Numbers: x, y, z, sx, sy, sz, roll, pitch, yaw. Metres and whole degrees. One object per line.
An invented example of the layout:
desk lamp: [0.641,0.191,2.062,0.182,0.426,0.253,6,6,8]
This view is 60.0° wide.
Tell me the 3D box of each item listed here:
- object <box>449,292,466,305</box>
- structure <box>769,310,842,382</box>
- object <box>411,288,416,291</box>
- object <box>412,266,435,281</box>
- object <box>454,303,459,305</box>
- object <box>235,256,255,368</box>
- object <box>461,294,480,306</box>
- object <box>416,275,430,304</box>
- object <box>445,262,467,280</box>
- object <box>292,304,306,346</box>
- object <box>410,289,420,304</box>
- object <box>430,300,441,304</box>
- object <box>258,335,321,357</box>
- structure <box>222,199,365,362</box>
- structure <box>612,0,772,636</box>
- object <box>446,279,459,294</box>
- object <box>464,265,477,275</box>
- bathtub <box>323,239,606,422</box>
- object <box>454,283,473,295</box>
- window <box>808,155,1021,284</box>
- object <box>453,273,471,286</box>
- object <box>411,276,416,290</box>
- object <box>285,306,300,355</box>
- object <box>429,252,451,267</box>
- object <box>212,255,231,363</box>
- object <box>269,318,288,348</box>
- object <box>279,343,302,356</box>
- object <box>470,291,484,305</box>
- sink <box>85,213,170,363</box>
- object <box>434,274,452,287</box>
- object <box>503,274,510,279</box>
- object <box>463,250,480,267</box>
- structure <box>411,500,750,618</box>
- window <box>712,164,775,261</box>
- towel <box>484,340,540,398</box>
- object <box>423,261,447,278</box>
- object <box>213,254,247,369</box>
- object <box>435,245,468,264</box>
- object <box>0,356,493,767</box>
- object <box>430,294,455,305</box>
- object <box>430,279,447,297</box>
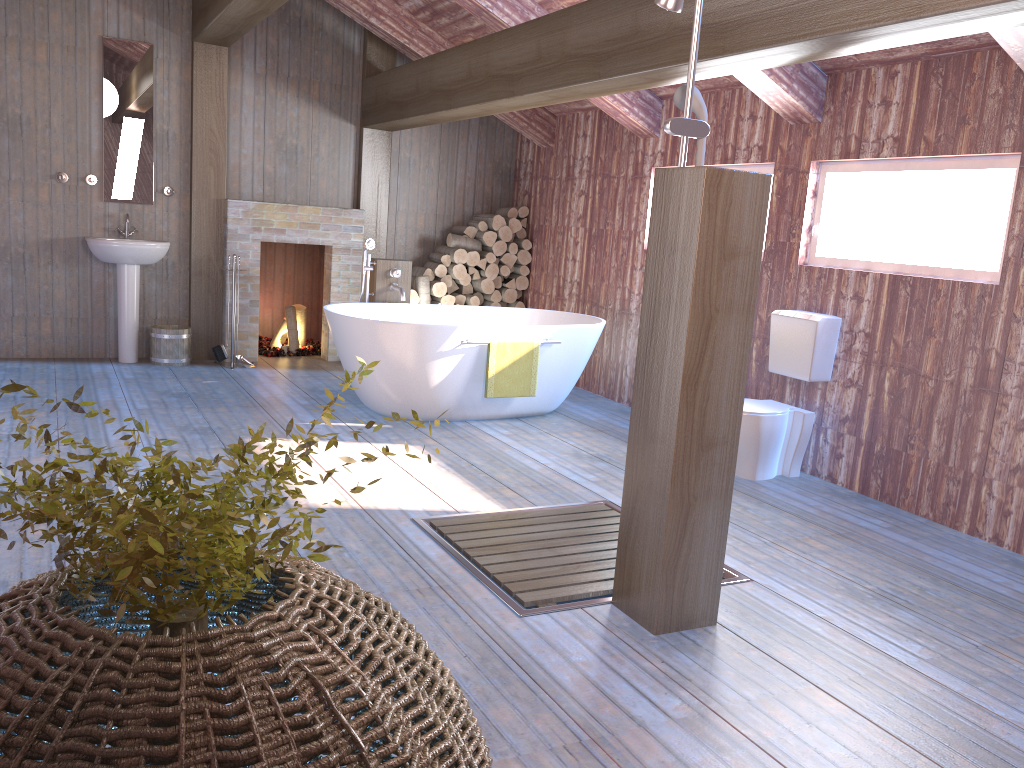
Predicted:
object: [-0.526,-0.766,7.967,0.114,0.120,0.303,-1,11,-27]
structure: [1.621,-0.219,4.960,0.182,0.363,0.358,-1,11,-27]
object: [-0.918,-0.822,7.868,0.099,0.093,0.280,-1,11,-26]
object: [-0.797,-0.974,7.823,0.114,0.113,0.301,-1,12,-30]
object: [-0.581,-0.690,7.946,0.098,0.100,0.437,-1,12,-29]
object: [-2.142,-0.573,7.011,0.206,0.871,0.126,7,10,15]
object: [-0.432,-0.770,8.010,0.098,0.100,0.437,-1,12,-29]
object: [-0.763,-0.785,7.638,0.147,0.298,0.109,0,11,-25]
object: [-0.558,-1.016,7.889,0.141,0.143,0.437,-1,12,-29]
object: [-1.955,-0.501,8.113,0.140,0.459,0.266,3,10,-10]
object: [-0.958,-0.778,7.745,0.139,0.137,0.455,-1,12,-29]
object: [-0.777,-0.665,7.881,0.155,0.174,0.483,-1,12,-29]
object: [-2.096,-0.357,8.176,0.829,0.085,0.935,-6,14,-45]
structure: [-1.844,-0.838,7.459,1.130,1.330,0.226,-1,11,-28]
structure: [0.586,-0.303,2.931,0.328,2.209,0.522,3,10,-7]
object: [-0.596,-0.895,8.009,0.128,0.150,0.323,-1,11,-27]
object: [-0.407,-1.031,7.966,0.088,0.092,0.280,-1,11,-27]
bathtub: [-0.288,-0.362,6.001,1.935,1.109,1.460,3,10,-6]
object: [-0.466,-0.884,8.083,0.104,0.127,0.321,-1,11,-27]
window: [2.024,-0.855,4.542,0.054,0.587,1.255,-1,11,-27]
object: [-0.476,-0.953,7.944,0.115,0.123,0.291,-1,11,-26]
object: [-0.876,-0.904,7.875,0.108,0.113,0.302,-1,11,-27]
object: [-1.946,-0.471,7.863,0.098,0.434,0.283,-1,12,-29]
object: [-0.631,-1.104,7.843,0.106,0.112,0.282,-1,11,-27]
object: [-2.277,-0.585,6.952,0.062,0.846,0.136,14,14,43]
object: [-2.074,-0.446,7.991,0.221,0.306,0.121,4,10,-1]
object: [-1.969,-0.311,7.896,0.085,0.084,0.278,8,11,18]
object: [-0.378,-0.800,8.147,0.116,0.118,0.289,-1,12,-30]
sink: [-2.921,-0.718,6.762,0.582,1.143,0.475,-1,11,-28]
object: [-0.642,-0.928,7.878,0.111,0.113,0.301,-1,11,-28]
object: [-0.091,-1.007,8.126,0.067,0.069,0.177,-1,11,-27]
object: [-0.439,-1.140,7.931,0.138,0.147,0.440,-1,11,-27]
structure: [0.238,0.688,3.589,1.000,0.067,1.000,-1,11,-28]
window: [1.340,-1.149,5.898,0.054,0.587,1.255,-1,11,-27]
towel: [0.004,-0.094,5.555,0.370,0.361,0.032,-2,12,-31]
object: [-0.679,-1.012,7.821,0.115,0.123,0.291,-1,11,-26]
object: [-2.238,-0.586,7.031,0.276,0.888,0.333,7,10,14]
object: [-0.540,-1.151,7.876,0.135,0.145,0.439,-1,11,-27]
object: [-0.465,0.502,1.234,0.970,1.073,0.972,13,14,42]
object: [-0.658,-0.758,7.913,0.139,0.148,0.458,-1,11,-27]
object: [-0.722,-0.861,7.840,0.138,0.147,0.440,-1,11,-27]
